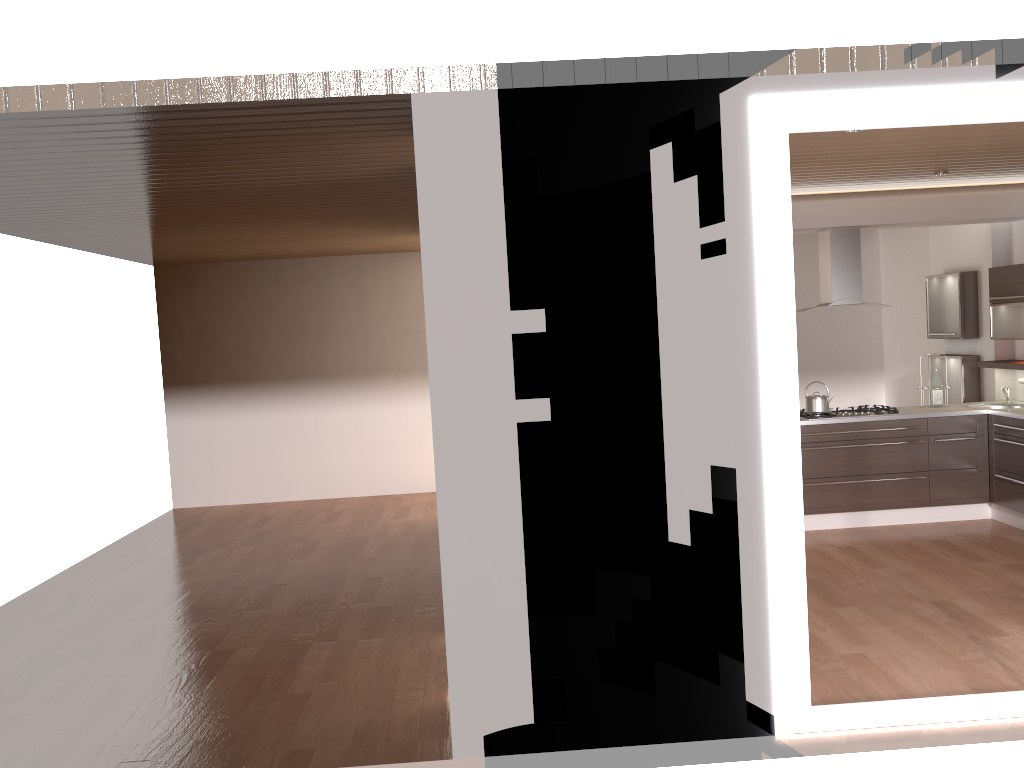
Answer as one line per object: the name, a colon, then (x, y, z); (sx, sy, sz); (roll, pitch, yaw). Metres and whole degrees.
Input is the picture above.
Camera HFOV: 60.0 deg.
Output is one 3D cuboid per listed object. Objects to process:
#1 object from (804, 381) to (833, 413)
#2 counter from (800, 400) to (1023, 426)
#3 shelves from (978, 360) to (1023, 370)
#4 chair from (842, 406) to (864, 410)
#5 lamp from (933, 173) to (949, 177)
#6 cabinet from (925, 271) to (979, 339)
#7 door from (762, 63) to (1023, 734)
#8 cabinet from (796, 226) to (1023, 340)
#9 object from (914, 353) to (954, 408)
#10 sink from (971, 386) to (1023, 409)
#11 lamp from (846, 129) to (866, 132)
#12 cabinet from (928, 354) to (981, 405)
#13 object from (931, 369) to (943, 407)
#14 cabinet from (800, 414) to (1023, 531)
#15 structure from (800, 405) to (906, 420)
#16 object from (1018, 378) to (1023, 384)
object: (2.483, 0.103, 7.219); (0.221, 0.251, 0.221); (-4, 3, -9)
counter: (3.310, 0.271, 6.742); (2.150, 0.036, 1.850); (-3, 3, -2)
shelves: (4.220, -0.128, 6.754); (0.313, 0.050, 1.850); (-3, 3, -2)
chair: (3.089, 0.660, 8.323); (0.608, 0.847, 0.491); (-5, 4, -32)
lamp: (3.087, -1.532, 6.388); (0.102, 0.055, 0.102); (-5, 4, -30)
cabinet: (3.975, -0.710, 8.146); (0.172, 0.600, 0.619); (-4, 3, -16)
door: (2.221, 0.044, 3.708); (2.300, 2.700, 0.101); (-3, 3, -2)
cabinet: (3.344, -0.810, 6.738); (2.058, 1.032, 1.399); (-3, 3, 2)
object: (3.581, -0.033, 7.526); (0.291, 0.453, 0.210); (-3, 3, 3)
sink: (4.017, 0.198, 7.335); (0.450, 0.347, 0.494); (-3, 3, 4)
lamp: (1.803, -1.358, 4.647); (0.102, 0.055, 0.102); (-4, 3, -19)
cabinet: (4.077, 0.033, 8.209); (0.194, 0.600, 0.598); (-3, 3, -2)
object: (3.582, 0.034, 7.476); (0.091, 0.319, 0.091); (-1, 4, 33)
cabinet: (3.337, 0.723, 6.768); (2.150, 0.870, 1.850); (-3, 3, -2)
structure: (2.761, 0.228, 7.352); (0.797, 0.047, 0.494); (-3, 3, -2)
object: (4.280, 0.010, 7.364); (0.053, 0.119, 0.165); (-3, 3, -2)
